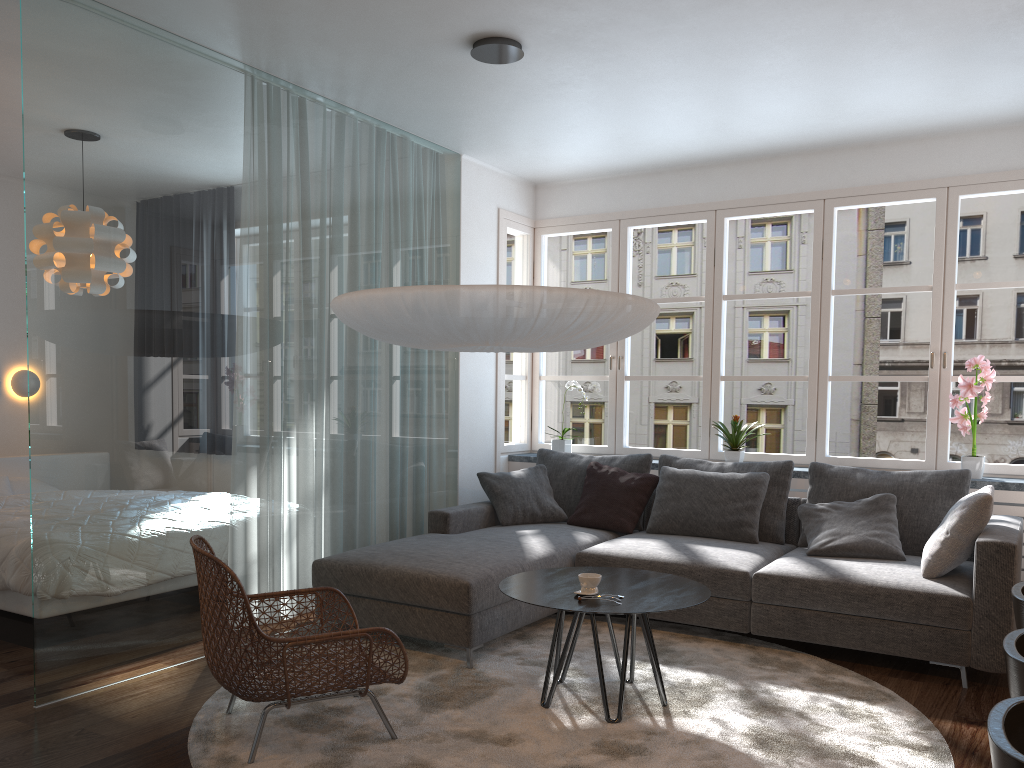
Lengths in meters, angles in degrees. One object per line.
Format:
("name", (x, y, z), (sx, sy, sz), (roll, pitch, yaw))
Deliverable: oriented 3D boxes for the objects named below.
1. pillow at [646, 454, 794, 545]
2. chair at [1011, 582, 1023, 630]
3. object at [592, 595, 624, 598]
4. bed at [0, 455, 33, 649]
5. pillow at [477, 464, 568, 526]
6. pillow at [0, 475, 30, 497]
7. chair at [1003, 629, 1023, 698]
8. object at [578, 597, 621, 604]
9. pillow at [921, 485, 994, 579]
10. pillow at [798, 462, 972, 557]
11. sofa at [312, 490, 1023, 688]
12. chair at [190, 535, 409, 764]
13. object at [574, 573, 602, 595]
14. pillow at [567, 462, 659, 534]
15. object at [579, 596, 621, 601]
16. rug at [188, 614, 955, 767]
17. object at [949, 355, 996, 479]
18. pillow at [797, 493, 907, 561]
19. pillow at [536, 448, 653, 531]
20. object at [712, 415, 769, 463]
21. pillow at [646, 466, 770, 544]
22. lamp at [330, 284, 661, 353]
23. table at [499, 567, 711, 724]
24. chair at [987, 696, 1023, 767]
("pillow", (1.227, 0.675, 5.267), (0.838, 0.476, 0.276), (1, 2, 32))
("chair", (1.744, 0.964, 2.589), (0.519, 0.673, 0.592), (2, 2, 30))
("object", (0.368, 0.812, 3.385), (0.124, 0.010, 0.026), (1, 0, -2))
("bed", (-2.698, 0.897, 5.500), (2.439, 0.765, 2.163), (1, 0, 31))
("pillow", (0.063, 0.703, 5.611), (0.515, 0.361, 0.346), (1, 2, -19))
("pillow", (-3.377, 0.707, 5.808), (0.620, 0.196, 0.920), (1, -1, 31))
("chair", (1.393, 0.952, 2.004), (0.519, 0.673, 0.592), (2, 2, 32))
("object", (0.327, 0.808, 3.299), (0.168, 0.015, 0.015), (1, 1, 18))
("pillow", (2.110, 0.693, 4.183), (0.286, 0.416, 0.493), (2, 2, 30))
("pillow", (2.002, 0.682, 4.784), (0.835, 0.478, 0.274), (1, 2, 32))
("sofa", (0.812, 0.976, 4.513), (3.064, 0.674, 2.037), (0, 0, 31))
("chair", (-0.801, 0.907, 3.216), (0.685, 0.712, 0.716), (0, 2, -26))
("object", (0.288, 0.782, 3.439), (0.091, 0.069, 0.139), (2, 1, 43))
("pillow", (0.614, 0.695, 5.445), (0.520, 0.405, 0.310), (1, 2, 33))
("object", (0.331, 0.808, 3.341), (0.163, 0.016, 0.025), (1, 1, 6))
("rug", (0.203, 1.285, 3.582), (2.836, 0.012, 2.832), (1, -1, 11))
("object", (2.576, 0.184, 4.960), (0.201, 0.693, 0.296), (1, 3, 10))
("pillow", (1.773, 0.736, 4.645), (0.492, 0.322, 0.443), (1, 1, 13))
("pillow", (0.478, 0.672, 5.709), (0.835, 0.480, 0.274), (1, 2, 32))
("object", (1.449, 0.358, 5.641), (0.376, 0.329, 0.322), (1, 1, 6))
("pillow", (1.140, 0.699, 5.154), (0.666, 0.398, 0.291), (1, 2, 31))
("lamp", (-0.074, -0.258, 4.010), (1.469, 0.210, 1.467), (1, -1, -22))
("table", (0.367, 1.056, 3.583), (0.846, 0.474, 0.846), (1, 0, 34))
("chair", (1.075, 0.941, 1.481), (0.519, 0.673, 0.592), (2, 2, 30))
